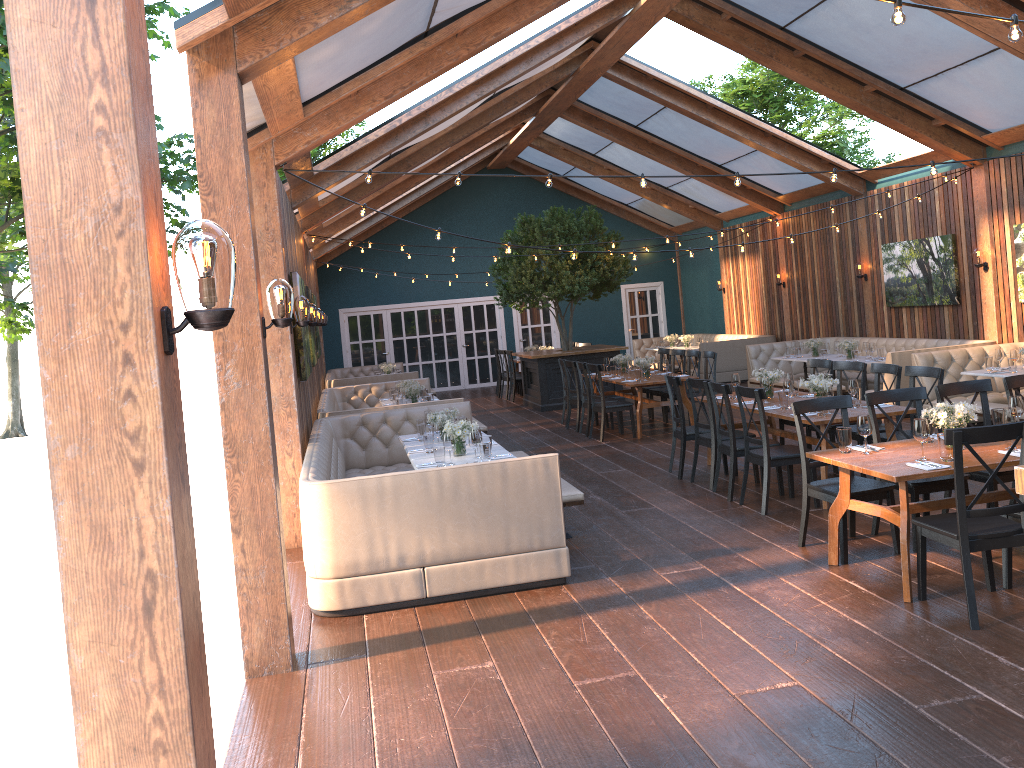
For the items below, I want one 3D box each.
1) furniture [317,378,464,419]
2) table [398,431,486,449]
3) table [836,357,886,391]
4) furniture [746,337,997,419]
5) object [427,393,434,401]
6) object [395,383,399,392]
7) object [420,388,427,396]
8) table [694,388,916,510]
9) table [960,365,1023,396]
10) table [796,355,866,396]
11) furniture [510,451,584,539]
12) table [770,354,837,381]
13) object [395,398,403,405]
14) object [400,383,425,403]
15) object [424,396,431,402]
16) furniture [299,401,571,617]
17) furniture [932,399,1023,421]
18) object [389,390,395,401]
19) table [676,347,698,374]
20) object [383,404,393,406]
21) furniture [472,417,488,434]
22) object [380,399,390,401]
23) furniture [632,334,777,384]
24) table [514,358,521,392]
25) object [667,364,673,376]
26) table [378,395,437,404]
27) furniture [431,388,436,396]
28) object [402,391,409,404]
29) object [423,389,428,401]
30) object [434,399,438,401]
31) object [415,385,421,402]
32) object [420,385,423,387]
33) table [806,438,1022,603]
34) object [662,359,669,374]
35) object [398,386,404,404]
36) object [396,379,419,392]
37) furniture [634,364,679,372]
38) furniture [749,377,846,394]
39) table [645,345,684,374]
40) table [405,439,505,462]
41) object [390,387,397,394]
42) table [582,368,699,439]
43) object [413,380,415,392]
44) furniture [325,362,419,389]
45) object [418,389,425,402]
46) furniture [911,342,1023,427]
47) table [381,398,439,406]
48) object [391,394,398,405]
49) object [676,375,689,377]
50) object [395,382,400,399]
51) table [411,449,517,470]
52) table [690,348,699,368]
[{"bbox_3d":[-1.741,0.542,12.110,1.711,0.857,4.165,-6,5,-11],"label":"furniture"},{"bbox_3d":[-0.644,0.837,8.548,0.799,0.671,0.800,-6,3,-12],"label":"table"},{"bbox_3d":[5.033,-0.004,12.596,0.799,0.671,0.800,-6,3,-11],"label":"table"},{"bbox_3d":[5.298,-0.196,13.478,1.711,0.857,4.165,-6,5,-11],"label":"furniture"},{"bbox_3d":[-1.069,0.204,11.584,0.092,0.158,0.092,-6,2,-24],"label":"object"},{"bbox_3d":[-1.645,0.108,12.827,0.092,0.244,0.092,-4,2,37],"label":"object"},{"bbox_3d":[-1.146,0.174,11.502,0.092,0.244,0.092,-4,2,37],"label":"object"},{"bbox_3d":[2.662,0.534,8.326,0.951,0.728,2.435,-6,4,-11],"label":"table"},{"bbox_3d":[5.585,0.184,9.762,0.799,0.671,0.800,-6,3,-12],"label":"table"},{"bbox_3d":[4.876,-0.057,13.397,0.799,0.671,0.800,-6,3,-11],"label":"table"},{"bbox_3d":[0.198,0.955,7.880,0.313,0.398,2.333,-6,5,-11],"label":"furniture"},{"bbox_3d":[4.720,-0.110,14.198,0.799,0.671,0.800,-6,3,-12],"label":"table"},{"bbox_3d":[-1.425,0.267,11.206,0.092,0.158,0.092,-6,2,-24],"label":"object"},{"bbox_3d":[-1.307,0.138,11.716,0.336,0.309,0.330,-5,3,6],"label":"object"},{"bbox_3d":[-1.067,0.236,11.194,0.091,0.158,0.092,-4,2,26],"label":"object"},{"bbox_3d":[-0.874,0.837,7.660,1.711,0.857,4.165,-6,5,-11],"label":"furniture"},{"bbox_3d":[5.096,0.441,8.835,0.313,0.398,2.333,-6,5,-11],"label":"furniture"},{"bbox_3d":[-1.725,0.164,12.753,0.092,0.158,0.092,-6,2,-24],"label":"object"},{"bbox_3d":[3.717,-0.452,19.348,0.799,0.671,0.800,-6,3,-11],"label":"table"},{"bbox_3d":[-1.649,0.278,12.149,0.255,0.019,0.158,-6,5,-11],"label":"object"},{"bbox_3d":[-0.666,0.661,12.316,0.313,0.398,2.333,-6,5,-11],"label":"furniture"},{"bbox_3d":[-1.797,0.227,12.912,0.255,0.019,0.158,-6,5,-11],"label":"object"},{"bbox_3d":[4.143,-0.589,19.407,1.711,0.857,4.165,-6,5,-11],"label":"furniture"},{"bbox_3d":[0.628,-0.158,18.767,0.951,0.728,2.435,-6,4,-11],"label":"table"},{"bbox_3d":[2.162,-0.184,12.106,0.091,0.158,0.092,-4,2,26],"label":"object"},{"bbox_3d":[-1.508,0.543,12.984,0.799,0.671,0.800,-6,3,-12],"label":"table"},{"bbox_3d":[-1.828,0.266,18.278,0.313,0.398,2.333,-6,5,-11],"label":"furniture"},{"bbox_3d":[-1.353,0.209,11.304,0.092,0.244,0.092,-5,1,-8],"label":"object"},{"bbox_3d":[-1.213,0.154,12.327,0.092,0.158,0.092,-6,2,-24],"label":"object"},{"bbox_3d":[-1.128,0.229,12.175,0.255,0.019,0.158,-6,5,-11],"label":"object"},{"bbox_3d":[-1.295,0.126,12.239,0.092,0.244,0.092,-4,2,37],"label":"object"},{"bbox_3d":[-1.355,0.102,13.109,0.092,0.158,0.092,-6,2,-24],"label":"object"},{"bbox_3d":[3.228,0.715,5.552,2.433,0.729,0.952,-6,3,-11],"label":"table"},{"bbox_3d":[2.095,-0.215,12.030,0.092,0.244,0.092,-5,1,15],"label":"object"},{"bbox_3d":[-1.507,0.158,12.084,0.092,0.244,0.092,-4,2,37],"label":"object"},{"bbox_3d":[-1.492,0.076,12.658,0.336,0.309,0.330,-5,3,1],"label":"object"},{"bbox_3d":[3.071,-0.248,19.233,0.313,0.398,2.333,-6,5,-11],"label":"furniture"},{"bbox_3d":[4.232,0.147,13.271,0.313,0.398,2.333,-6,5,-11],"label":"furniture"},{"bbox_3d":[3.561,-0.505,20.149,0.799,0.671,0.800,-6,3,-11],"label":"table"},{"bbox_3d":[-0.488,0.890,7.747,0.799,0.671,0.800,-6,3,-11],"label":"table"},{"bbox_3d":[-1.755,0.133,13.153,0.092,0.158,0.092,-6,2,-24],"label":"object"},{"bbox_3d":[1.799,0.240,12.754,0.951,0.728,2.435,-6,4,-11],"label":"table"},{"bbox_3d":[-1.456,0.074,13.036,0.092,0.244,0.092,-4,2,37],"label":"object"},{"bbox_3d":[-2.898,0.148,18.048,1.711,0.857,4.165,-6,5,-11],"label":"furniture"},{"bbox_3d":[-1.151,0.194,11.267,0.092,0.244,0.092,-4,2,37],"label":"object"},{"bbox_3d":[6.163,0.098,9.038,1.711,0.857,4.165,-6,5,-11],"label":"furniture"},{"bbox_3d":[-1.352,0.596,12.183,0.799,0.671,0.800,-6,3,-11],"label":"table"},{"bbox_3d":[-1.581,0.215,11.993,0.092,0.158,0.092,-6,2,-24],"label":"object"},{"bbox_3d":[2.254,-0.109,11.946,0.255,0.019,0.158,-6,5,-11],"label":"object"},{"bbox_3d":[-1.676,0.090,13.068,0.092,0.244,0.092,-4,2,37],"label":"object"},{"bbox_3d":[-0.332,0.943,6.946,0.799,0.671,0.800,-6,3,-11],"label":"table"},{"bbox_3d":[3.873,-0.399,18.547,0.799,0.671,0.800,-6,3,-12],"label":"table"}]
